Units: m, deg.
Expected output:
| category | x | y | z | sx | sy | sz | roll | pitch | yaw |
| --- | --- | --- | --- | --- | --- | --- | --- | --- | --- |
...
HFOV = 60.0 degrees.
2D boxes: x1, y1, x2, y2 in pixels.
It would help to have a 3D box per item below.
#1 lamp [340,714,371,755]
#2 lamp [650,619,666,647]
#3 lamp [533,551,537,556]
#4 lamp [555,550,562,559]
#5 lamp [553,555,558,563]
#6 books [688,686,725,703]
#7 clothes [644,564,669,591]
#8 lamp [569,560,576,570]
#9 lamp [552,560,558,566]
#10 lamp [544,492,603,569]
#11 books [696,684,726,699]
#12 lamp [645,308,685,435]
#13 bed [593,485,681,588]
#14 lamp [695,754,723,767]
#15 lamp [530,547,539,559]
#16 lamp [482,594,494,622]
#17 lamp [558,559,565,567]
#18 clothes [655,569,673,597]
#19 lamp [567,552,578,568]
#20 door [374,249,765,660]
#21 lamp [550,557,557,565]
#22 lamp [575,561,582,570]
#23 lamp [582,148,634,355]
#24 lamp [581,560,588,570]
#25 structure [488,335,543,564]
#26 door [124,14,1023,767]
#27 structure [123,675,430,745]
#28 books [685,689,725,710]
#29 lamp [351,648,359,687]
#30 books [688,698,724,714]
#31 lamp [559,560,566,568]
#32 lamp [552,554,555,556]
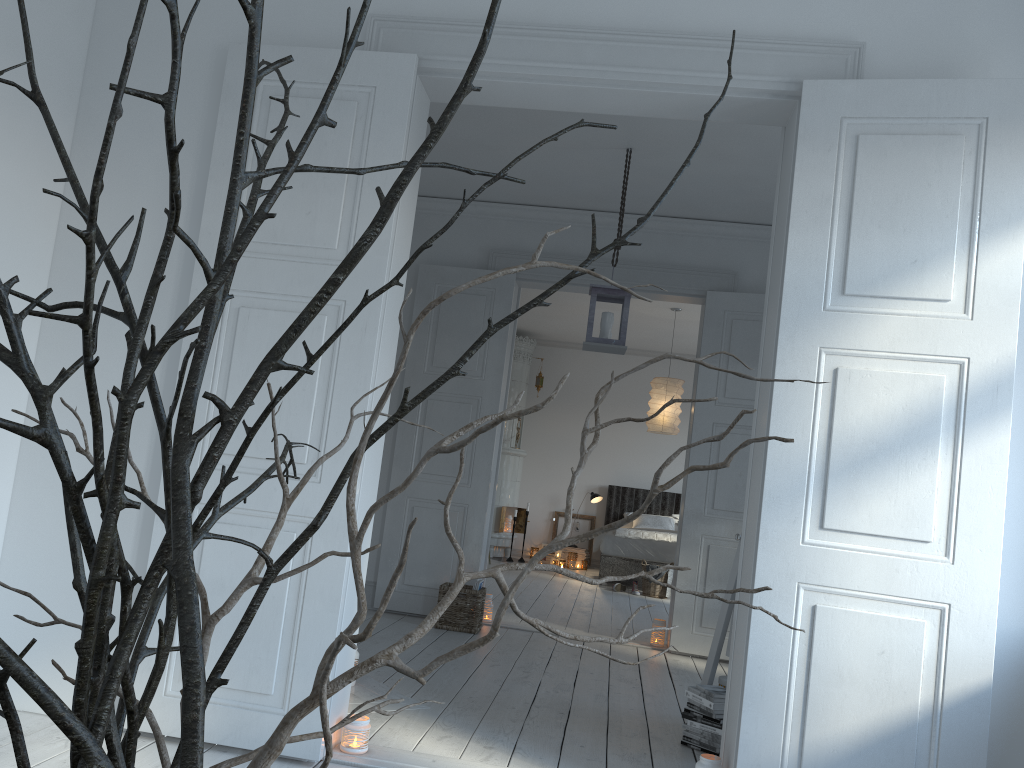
| category | x | y | z | sx | sy | sz | roll | pitch | yaw |
| --- | --- | --- | --- | --- | --- | --- | --- | --- | --- |
| lamp | -0.521 | 1.169 | 2.958 | 0.093 | 0.110 | 0.094 | 5 | -6 | 24 |
| lamp | 0.957 | 1.625 | 5.796 | 0.089 | 0.166 | 0.089 | 7 | -5 | 0 |
| lamp | 0.300 | 2.171 | 11.215 | 0.081 | 0.098 | 0.081 | 9 | -6 | -21 |
| lamp | 0.553 | 2.037 | 10.601 | 0.081 | 0.098 | 0.080 | 12 | -7 | -39 |
| lamp | 0.546 | 2.181 | 11.026 | 0.081 | 0.098 | 0.081 | 9 | -6 | -21 |
| books | 0.812 | 1.249 | 3.562 | 0.132 | 0.017 | 0.187 | 9 | -6 | -20 |
| clothes | 1.415 | 1.906 | 8.670 | 0.245 | 0.269 | 0.298 | 6 | -6 | 8 |
| lamp | 0.719 | 2.149 | 10.525 | 0.080 | 0.098 | 0.081 | 2 | -7 | 41 |
| lamp | 0.511 | 2.130 | 10.493 | 0.070 | 0.078 | 0.067 | 12 | -7 | -41 |
| lamp | 0.725 | 1.779 | 11.004 | 0.825 | 0.934 | 0.451 | 4 | -6 | 25 |
| books | 0.821 | 1.232 | 3.550 | 0.111 | 0.014 | 0.156 | 8 | -6 | -13 |
| lamp | 1.531 | -0.130 | 8.659 | 0.338 | 1.229 | 0.341 | 3 | -7 | 38 |
| bed | 1.880 | 1.763 | 10.081 | 1.888 | 1.045 | 2.180 | 6 | -6 | 7 |
| lamp | 0.620 | 1.264 | 2.804 | 0.089 | 0.165 | 0.089 | 6 | -5 | 6 |
| lamp | 0.285 | 2.159 | 11.315 | 0.108 | 0.140 | 0.108 | 9 | -6 | -20 |
| lamp | -0.171 | 1.497 | 5.930 | 0.093 | 0.179 | 0.093 | 8 | -5 | -10 |
| lamp | 0.582 | 2.138 | 10.582 | 0.080 | 0.098 | 0.081 | 2 | -7 | 41 |
| clothes | 1.448 | 1.928 | 8.701 | 0.235 | 0.288 | 0.283 | 12 | -8 | -43 |
| lamp | 0.724 | 2.117 | 10.641 | 0.122 | 0.188 | 0.117 | 11 | -7 | -40 |
| door | 0.540 | 0.425 | 5.981 | 2.598 | 2.501 | 0.578 | 6 | -5 | 7 |
| lamp | 0.494 | 2.129 | 10.599 | 0.080 | 0.098 | 0.081 | 2 | -7 | 41 |
| lamp | 0.792 | 2.163 | 10.572 | 0.080 | 0.098 | 0.081 | 2 | -7 | 41 |
| lamp | 0.594 | -1.052 | 4.764 | 0.228 | 1.759 | 0.229 | 7 | -5 | 4 |
| lamp | 0.867 | 2.174 | 10.629 | 0.080 | 0.107 | 0.080 | 9 | -6 | -20 |
| structure | -0.045 | 0.802 | 10.982 | 0.802 | 2.831 | 1.248 | 11 | -7 | -37 |
| door | 0.192 | 0.063 | 3.002 | 2.598 | 2.501 | 0.578 | 6 | -5 | 7 |
| structure | -0.901 | -0.078 | 3.694 | 1.250 | 2.823 | 0.800 | 11 | -6 | -37 |
| books | 0.804 | 1.269 | 3.564 | 0.128 | 0.026 | 0.200 | 9 | -6 | -21 |
| lamp | -0.714 | 1.221 | 3.847 | 0.089 | 0.165 | 0.089 | 6 | -5 | 9 |
| books | 0.809 | 1.291 | 3.555 | 0.128 | 0.016 | 0.181 | 9 | -7 | -21 |
| lamp | 0.586 | 2.110 | 10.350 | 0.081 | 0.106 | 0.081 | 9 | -6 | -16 |
| lamp | 0.532 | 2.194 | 11.157 | 0.081 | 0.098 | 0.080 | 11 | -7 | -36 |
